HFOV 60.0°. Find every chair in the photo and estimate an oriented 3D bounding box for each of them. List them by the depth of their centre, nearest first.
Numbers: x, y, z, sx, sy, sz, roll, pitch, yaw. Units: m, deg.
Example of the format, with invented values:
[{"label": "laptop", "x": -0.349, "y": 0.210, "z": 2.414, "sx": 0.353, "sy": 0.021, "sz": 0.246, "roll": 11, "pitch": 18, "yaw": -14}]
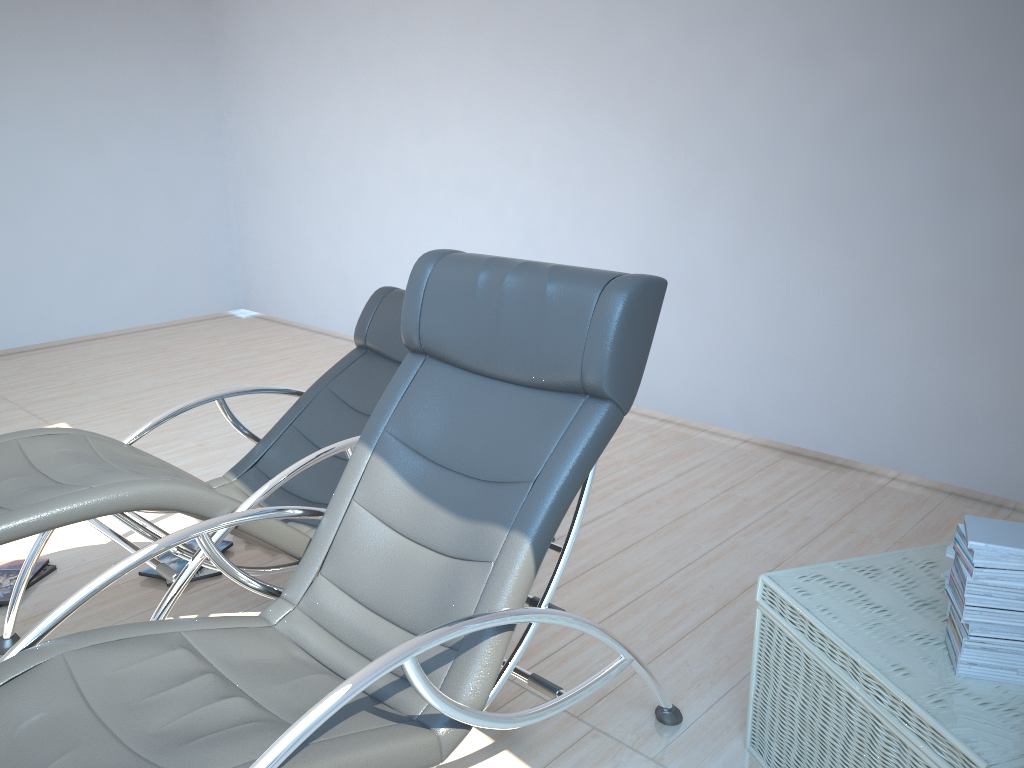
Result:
[{"label": "chair", "x": -0.483, "y": 0.452, "z": 1.883, "sx": 0.836, "sy": 1.251, "sz": 1.938, "roll": 14, "pitch": 22, "yaw": 41}, {"label": "chair", "x": -0.845, "y": 0.304, "z": 2.921, "sx": 0.836, "sy": 0.953, "sz": 2.114, "roll": 14, "pitch": 22, "yaw": 41}]

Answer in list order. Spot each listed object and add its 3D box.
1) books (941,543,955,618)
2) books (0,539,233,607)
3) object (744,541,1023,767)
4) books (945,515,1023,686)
[{"label": "books", "x": 1.070, "y": 0.441, "z": 2.000, "sx": 0.162, "sy": 0.184, "sz": 0.165, "roll": 14, "pitch": 22, "yaw": 40}, {"label": "books", "x": -1.725, "y": 1.084, "z": 1.602, "sx": 1.045, "sy": 0.222, "sz": 4.790, "roll": 2, "pitch": 17, "yaw": 10}, {"label": "object", "x": 1.071, "y": 0.779, "z": 2.038, "sx": 0.744, "sy": 0.518, "sz": 0.745, "roll": -5, "pitch": 17, "yaw": -16}, {"label": "books", "x": 0.976, "y": 0.439, "z": 1.802, "sx": 0.149, "sy": 0.300, "sz": 0.149, "roll": 4, "pitch": 17, "yaw": 14}]
